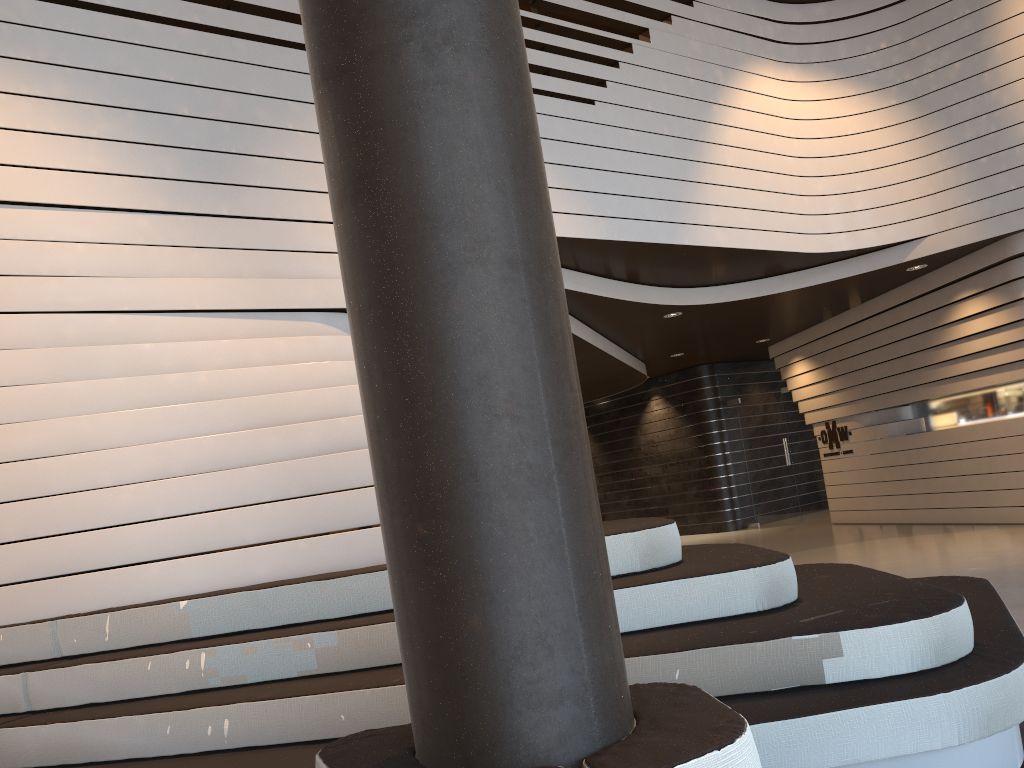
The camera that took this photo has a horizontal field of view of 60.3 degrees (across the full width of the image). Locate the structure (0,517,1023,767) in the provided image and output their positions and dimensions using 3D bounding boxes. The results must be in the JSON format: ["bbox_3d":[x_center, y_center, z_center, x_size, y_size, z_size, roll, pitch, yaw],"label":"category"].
[{"bbox_3d":[-5.855,1.616,0.115,18.000,0.923,5.878,-3,-9,-41],"label":"structure"}]

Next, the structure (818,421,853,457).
[{"bbox_3d":[4.407,0.742,12.046,0.017,0.467,0.810,-9,-6,-12],"label":"structure"}]

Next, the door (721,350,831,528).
[{"bbox_3d":[4.061,0.822,13.434,0.078,2.691,1.801,-8,-3,-33],"label":"door"}]

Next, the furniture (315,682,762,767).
[{"bbox_3d":[0.006,0.928,1.238,1.770,0.719,1.284,-9,-6,-2],"label":"furniture"}]
